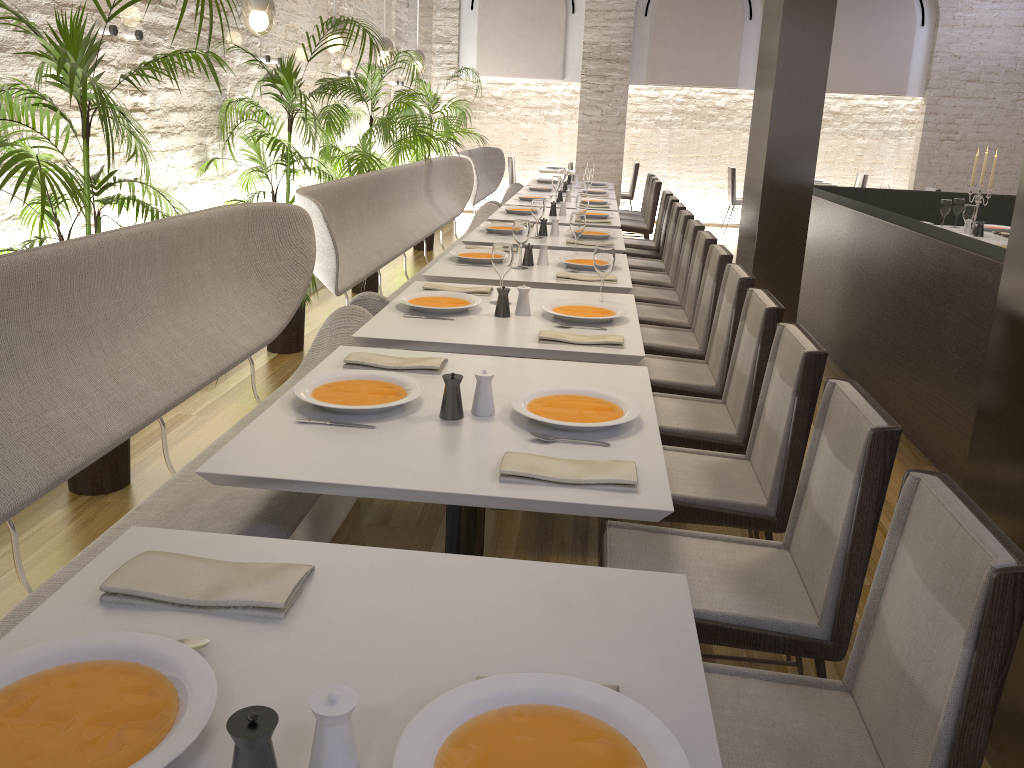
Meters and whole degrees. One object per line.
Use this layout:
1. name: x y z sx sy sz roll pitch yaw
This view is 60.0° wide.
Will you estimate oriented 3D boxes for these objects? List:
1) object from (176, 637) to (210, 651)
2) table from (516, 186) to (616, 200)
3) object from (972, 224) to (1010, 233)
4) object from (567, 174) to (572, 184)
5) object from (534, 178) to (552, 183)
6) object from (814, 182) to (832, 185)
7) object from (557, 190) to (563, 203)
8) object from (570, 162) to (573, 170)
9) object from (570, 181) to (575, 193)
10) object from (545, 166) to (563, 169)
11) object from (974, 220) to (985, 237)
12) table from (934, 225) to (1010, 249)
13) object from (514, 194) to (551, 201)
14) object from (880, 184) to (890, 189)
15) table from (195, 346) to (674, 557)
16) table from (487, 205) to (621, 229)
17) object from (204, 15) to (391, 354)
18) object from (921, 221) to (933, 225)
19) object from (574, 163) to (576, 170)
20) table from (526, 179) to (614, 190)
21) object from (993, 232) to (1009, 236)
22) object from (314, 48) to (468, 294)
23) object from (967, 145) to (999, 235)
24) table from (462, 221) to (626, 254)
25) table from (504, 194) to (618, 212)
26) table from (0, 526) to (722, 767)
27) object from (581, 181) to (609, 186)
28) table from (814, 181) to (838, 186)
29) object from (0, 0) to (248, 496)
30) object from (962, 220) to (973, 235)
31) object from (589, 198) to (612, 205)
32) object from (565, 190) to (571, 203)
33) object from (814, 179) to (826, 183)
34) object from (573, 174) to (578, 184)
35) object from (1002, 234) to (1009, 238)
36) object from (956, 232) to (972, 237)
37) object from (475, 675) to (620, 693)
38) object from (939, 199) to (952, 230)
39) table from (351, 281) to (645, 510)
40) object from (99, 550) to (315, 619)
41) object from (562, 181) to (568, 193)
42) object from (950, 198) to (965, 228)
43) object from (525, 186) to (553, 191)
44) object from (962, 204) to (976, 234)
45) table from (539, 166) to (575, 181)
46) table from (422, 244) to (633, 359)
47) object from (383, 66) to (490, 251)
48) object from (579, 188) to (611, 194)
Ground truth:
1. object: -0.489 0.342 1.176 0.181 0.015 0.039 5 17 6
2. table: 0.538 -1.544 8.893 0.936 0.752 1.021 4 16 5
3. object: 3.795 -1.221 6.967 0.322 0.036 0.324 -10 21 -35
4. object: 0.634 -2.270 9.819 0.060 0.108 0.060 15 20 39
5. object: 0.396 -2.269 9.915 0.323 0.036 0.323 17 22 40
6. object: 4.189 -2.730 12.039 0.273 0.032 0.144 4 17 5
7. object: 0.416 -1.625 7.655 0.060 0.108 0.060 15 20 39
8. object: 0.846 -3.099 12.593 0.059 0.108 0.060 4 15 7
9. object: 0.597 -1.950 8.758 0.060 0.108 0.060 15 20 39
10. object: 0.608 -3.098 12.688 0.323 0.036 0.323 16 21 38
11. object: 3.436 -1.142 6.506 0.069 0.125 0.069 -11 21 -41
12. table: 3.399 -0.760 6.735 1.101 0.752 1.200 4 16 5
13. object: 0.178 -1.625 7.751 0.323 0.036 0.323 17 22 40
14. object: 3.574 -1.804 8.524 0.087 0.228 0.086 13 18 33
15. table: -0.128 0.423 2.287 0.936 0.752 1.021 4 16 5
16. table: 0.322 -0.906 6.751 0.936 0.752 1.021 4 16 5
17. object: -1.314 -1.132 5.210 1.150 1.954 1.195 13 19 34
18. object: 3.165 -1.266 7.022 0.321 0.036 0.325 3 17 0
19. object: 0.920 -3.107 12.631 0.059 0.108 0.060 4 15 7
20. table: 0.649 -1.872 9.992 0.936 0.752 1.021 4 16 5
21. object: 3.791 -1.122 6.664 0.273 0.032 0.144 4 17 5
22. object: -1.120 -1.710 7.149 1.150 1.954 1.195 -12 21 -43
23. object: 3.468 -1.438 6.565 0.132 0.650 0.394 7 16 15
24. table: 0.208 -0.570 5.621 0.936 0.752 1.021 4 16 5
25. table: 0.431 -1.227 7.829 0.936 0.752 1.021 4 16 5
26. table: -0.249 0.783 1.081 0.936 0.752 1.021 4 16 5
27. object: 0.930 -2.230 9.868 0.323 0.036 0.323 17 22 40
28. table: 3.944 -2.481 12.509 0.936 0.752 1.021 4 16 5
29. object: -1.519 -0.525 3.174 1.150 1.954 1.195 13 19 34
30. object: 3.359 -1.154 6.536 0.069 0.125 0.069 -11 21 -41
31. object: 0.712 -1.586 7.705 0.323 0.036 0.323 17 22 40
32. object: 0.490 -1.633 7.694 0.060 0.108 0.060 15 20 39
33. object: 4.226 -2.840 12.385 0.323 0.036 0.323 16 21 38
34. object: 0.708 -2.278 9.857 0.060 0.108 0.060 15 20 39
35. object: 3.776 -1.077 6.515 0.273 0.032 0.144 4 17 5
36. object: 3.092 -1.052 6.302 0.321 0.036 0.325 -3 18 -18
37. object: 0.044 0.383 1.131 0.185 0.010 0.017 4 16 5
38. object: 3.349 -1.313 6.867 0.086 0.228 0.087 15 19 39
39. table: -0.018 0.098 3.379 0.936 0.752 1.021 4 16 5
40. object: -0.452 0.295 1.333 0.273 0.032 0.144 4 17 5
41. object: 0.523 -1.942 8.719 0.060 0.108 0.060 15 20 39
42. object: 3.534 -1.355 7.034 0.086 0.228 0.087 -4 16 -24
43. object: 0.285 -1.941 8.815 0.323 0.036 0.323 17 22 40
44. object: 3.305 -1.183 6.429 0.086 0.228 0.087 15 19 39
45. table: 0.861 -2.701 12.766 0.936 0.752 1.021 4 16 5
46. table: 0.095 -0.236 4.501 0.936 0.752 1.021 4 16 5
47. object: -0.865 -2.416 9.523 1.145 1.954 1.200 -1 16 -14
48. object: 0.819 -1.903 8.769 0.323 0.036 0.323 17 22 40
